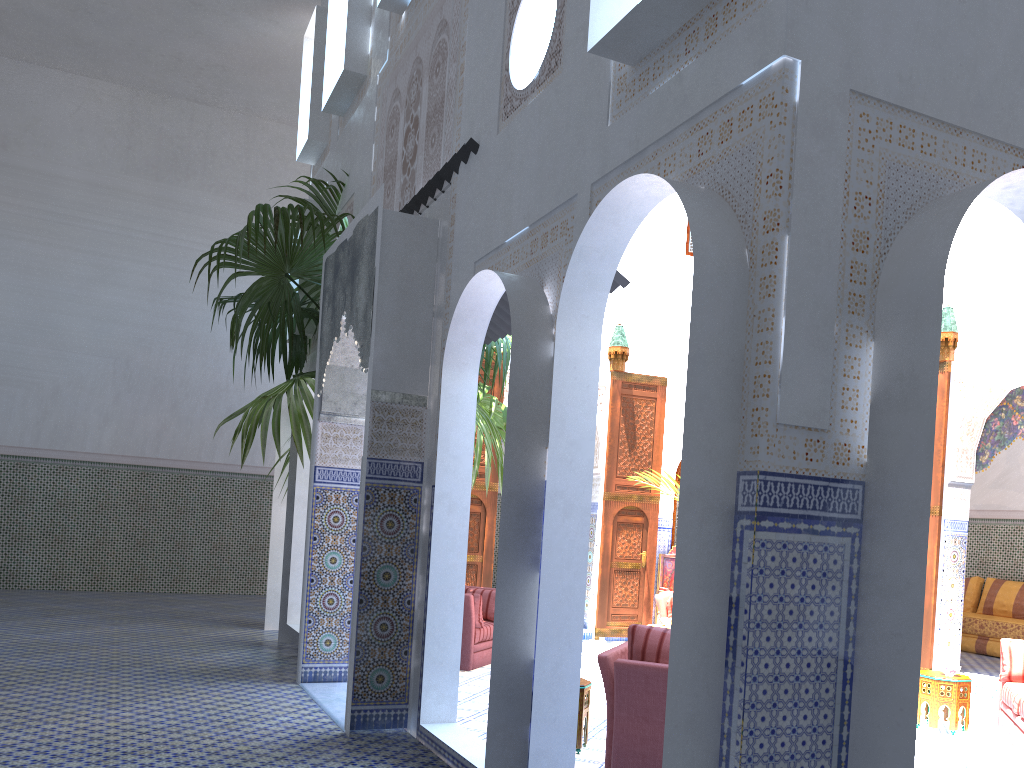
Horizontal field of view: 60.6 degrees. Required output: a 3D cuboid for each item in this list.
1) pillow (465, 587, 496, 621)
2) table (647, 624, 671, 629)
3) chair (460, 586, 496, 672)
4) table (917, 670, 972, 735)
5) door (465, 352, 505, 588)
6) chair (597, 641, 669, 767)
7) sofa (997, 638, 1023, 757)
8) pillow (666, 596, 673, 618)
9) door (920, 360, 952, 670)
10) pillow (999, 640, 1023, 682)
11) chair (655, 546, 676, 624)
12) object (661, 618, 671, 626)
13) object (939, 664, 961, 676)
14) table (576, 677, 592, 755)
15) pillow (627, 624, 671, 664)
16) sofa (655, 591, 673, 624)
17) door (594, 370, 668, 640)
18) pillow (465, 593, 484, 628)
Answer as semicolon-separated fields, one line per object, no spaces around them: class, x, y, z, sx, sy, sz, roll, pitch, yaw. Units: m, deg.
pillow;-0.221;1.663;6.595;0.395;0.242;0.189;1;-4;22
table;1.282;2.048;6.759;0.540;0.322;0.540;7;-7;-24
chair;-0.487;1.771;6.450;0.724;0.540;0.822;1;-7;21
table;2.535;1.873;5.161;0.288;0.323;0.292;2;-4;21
door;-0.383;0.959;7.573;0.586;2.512;0.123;4;0;-29
chair;0.780;1.402;3.632;0.810;0.540;0.735;1;-6;21
sofa;3.038;1.692;4.559;0.730;0.538;1.379;1;-8;21
pillow;1.380;1.868;7.228;0.187;0.252;0.384;2;-6;23
door;3.195;1.104;7.063;0.124;2.512;0.581;4;-1;-29
pillow;3.047;1.633;5.093;0.378;0.252;0.189;1;-4;22
chair;1.706;2.034;8.271;0.487;1.078;0.503;4;-2;-24
object;1.229;1.875;6.893;0.118;0.057;0.119;2;-8;14
object;2.568;1.680;5.140;0.118;0.057;0.119;5;-8;-11
table;0.217;1.567;4.167;0.290;0.323;0.290;5;-4;-24
pillow;0.737;1.167;3.496;0.580;0.378;0.304;1;-4;21
sofa;1.904;2.047;7.227;1.358;0.540;0.741;1;-7;21
door;1.117;1.161;8.245;0.585;2.512;0.123;4;0;-19
pillow;-0.377;1.589;6.171;0.378;0.252;0.189;1;-4;22
